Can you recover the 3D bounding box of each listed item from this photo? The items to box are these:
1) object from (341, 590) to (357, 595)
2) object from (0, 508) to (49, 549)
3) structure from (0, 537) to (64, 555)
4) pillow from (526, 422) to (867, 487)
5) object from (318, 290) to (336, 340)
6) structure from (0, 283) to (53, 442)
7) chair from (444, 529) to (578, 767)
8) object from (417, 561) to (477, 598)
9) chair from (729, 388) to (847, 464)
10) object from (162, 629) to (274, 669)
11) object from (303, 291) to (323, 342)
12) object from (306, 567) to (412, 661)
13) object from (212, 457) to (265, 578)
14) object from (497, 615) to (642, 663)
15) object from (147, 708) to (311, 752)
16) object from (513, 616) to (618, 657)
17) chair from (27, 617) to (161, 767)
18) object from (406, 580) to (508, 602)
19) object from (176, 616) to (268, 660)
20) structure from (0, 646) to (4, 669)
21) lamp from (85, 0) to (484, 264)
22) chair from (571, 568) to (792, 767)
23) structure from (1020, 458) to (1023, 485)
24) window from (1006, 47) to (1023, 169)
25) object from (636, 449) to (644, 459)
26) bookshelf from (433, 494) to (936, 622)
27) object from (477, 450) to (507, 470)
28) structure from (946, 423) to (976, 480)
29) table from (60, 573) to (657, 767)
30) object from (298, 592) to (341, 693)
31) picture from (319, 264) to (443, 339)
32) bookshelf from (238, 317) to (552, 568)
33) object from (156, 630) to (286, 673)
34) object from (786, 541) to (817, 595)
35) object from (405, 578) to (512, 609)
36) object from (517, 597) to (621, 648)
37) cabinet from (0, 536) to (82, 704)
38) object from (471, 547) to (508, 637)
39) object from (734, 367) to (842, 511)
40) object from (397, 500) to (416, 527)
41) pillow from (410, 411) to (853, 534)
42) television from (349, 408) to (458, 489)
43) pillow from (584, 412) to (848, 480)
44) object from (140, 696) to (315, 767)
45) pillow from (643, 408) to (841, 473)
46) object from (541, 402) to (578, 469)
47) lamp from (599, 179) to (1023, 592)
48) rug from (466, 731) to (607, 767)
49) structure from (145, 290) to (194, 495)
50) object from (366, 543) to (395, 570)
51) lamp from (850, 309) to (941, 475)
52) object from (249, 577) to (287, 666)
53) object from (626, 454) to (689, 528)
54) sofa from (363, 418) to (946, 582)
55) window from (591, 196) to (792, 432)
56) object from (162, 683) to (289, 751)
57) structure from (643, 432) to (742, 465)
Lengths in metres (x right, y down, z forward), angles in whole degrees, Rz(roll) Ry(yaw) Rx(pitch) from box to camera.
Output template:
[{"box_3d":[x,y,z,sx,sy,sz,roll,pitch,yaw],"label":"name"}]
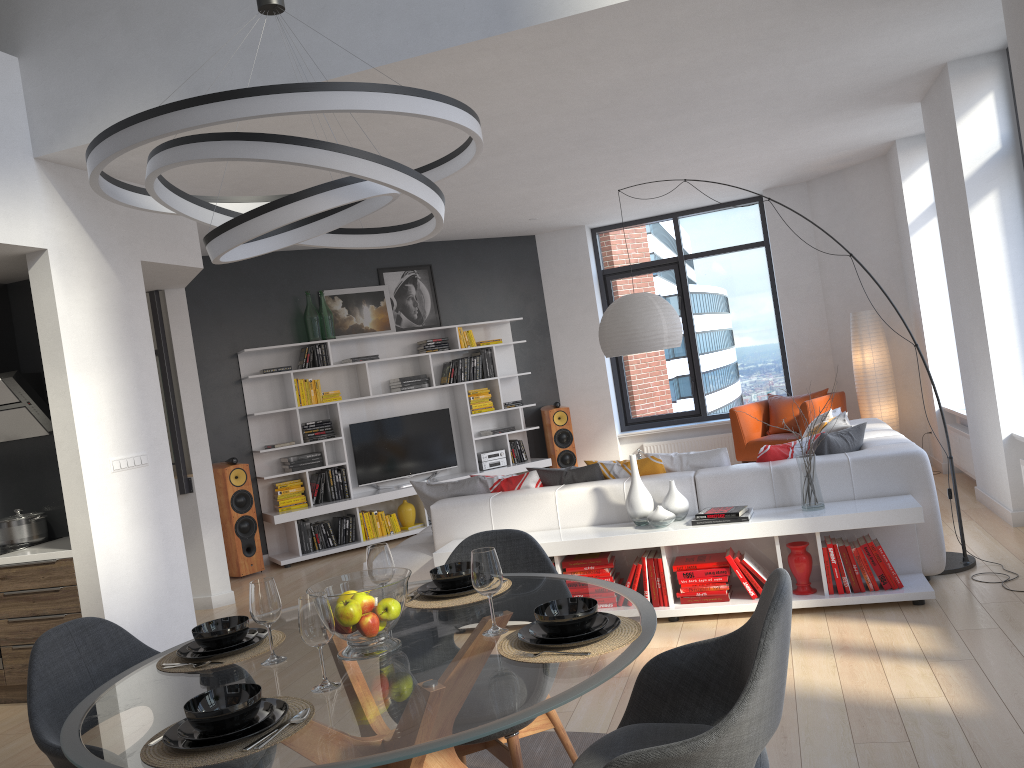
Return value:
[{"box_3d":[-0.437,0.596,2.396,0.078,0.073,0.077,-9,1,-24],"label":"object"},{"box_3d":[-3.054,0.886,5.519,0.288,0.223,0.315,-9,1,-33],"label":"object"},{"box_3d":[-3.200,1.025,5.435,0.600,0.006,0.550,-8,1,16],"label":"structure"},{"box_3d":[1.143,0.587,5.491,2.120,0.436,0.608,-8,0,12],"label":"pillow"},{"box_3d":[-1.852,-0.676,8.788,0.157,0.507,0.157,-9,0,-15],"label":"object"},{"box_3d":[-3.345,-0.120,5.508,0.898,0.998,0.407,-8,1,16],"label":"structure"},{"box_3d":[-0.094,0.985,2.934,0.655,0.891,0.619,-8,1,23],"label":"chair"},{"box_3d":[-0.182,0.630,2.865,0.258,0.074,0.258,-9,0,-4],"label":"object"},{"box_3d":[2.802,0.515,8.811,0.843,0.858,0.896,-9,1,-42],"label":"chair"},{"box_3d":[-0.843,0.763,2.565,0.206,0.015,0.309,-8,1,21],"label":"object"},{"box_3d":[-1.960,-0.659,8.663,0.157,0.507,0.157,-9,0,-15],"label":"object"},{"box_3d":[-0.390,0.612,2.345,0.278,0.184,0.278,-8,1,25],"label":"object"},{"box_3d":[-2.564,1.218,8.156,0.290,1.088,0.434,-9,1,-44],"label":"object"},{"box_3d":[0.141,0.625,2.192,0.360,0.002,0.360,-9,1,-32],"label":"object"},{"box_3d":[-0.595,0.731,1.902,0.309,0.015,0.206,-8,1,26],"label":"object"},{"box_3d":[0.134,0.618,2.204,0.206,0.015,0.309,-8,1,21],"label":"object"},{"box_3d":[-1.022,1.128,2.616,0.619,0.891,0.655,-8,1,18],"label":"chair"},{"box_3d":[-0.189,0.662,2.857,0.309,0.015,0.206,-8,1,21],"label":"object"},{"box_3d":[-0.839,0.732,2.568,0.258,0.074,0.258,-9,0,-4],"label":"object"},{"box_3d":[-3.162,1.366,5.393,0.587,0.588,0.584,-8,1,16],"label":"structure"},{"box_3d":[-0.875,-2.577,2.327,1.000,4.513,1.000,-8,1,18],"label":"lamp"},{"box_3d":[0.407,0.917,2.112,0.619,0.891,0.655,-8,1,18],"label":"chair"},{"box_3d":[3.091,0.707,4.993,0.110,0.460,1.015,-8,1,16],"label":"structure"},{"box_3d":[3.179,-0.894,4.920,0.170,2.402,1.310,-8,1,16],"label":"window"},{"box_3d":[0.952,0.660,7.131,0.330,0.265,0.330,-8,1,40],"label":"object"},{"box_3d":[0.866,1.025,4.892,2.600,0.500,0.356,-8,1,16],"label":"bookshelf"},{"box_3d":[-0.247,0.813,9.492,0.285,0.174,0.270,-9,1,-29],"label":"object"},{"box_3d":[3.720,0.593,7.206,0.110,0.460,1.015,-8,1,16],"label":"structure"},{"box_3d":[-0.310,1.079,2.358,1.499,0.764,1.499,-9,0,5],"label":"table"},{"box_3d":[-0.453,0.606,2.086,0.083,0.220,0.083,-9,1,-23],"label":"object"},{"box_3d":[-1.353,-0.852,9.191,1.279,0.707,0.076,-9,1,-29],"label":"picture"},{"box_3d":[-1.065,0.497,9.012,3.000,2.052,0.455,-9,1,-29],"label":"bookshelf"},{"box_3d":[-0.840,0.771,2.572,0.360,0.002,0.360,-9,0,-9],"label":"object"},{"box_3d":[1.523,0.969,4.671,0.125,0.258,0.125,-9,0,-6],"label":"object"},{"box_3d":[-0.179,0.668,2.855,0.360,0.002,0.360,-9,1,-32],"label":"object"},{"box_3d":[0.138,0.587,2.197,0.258,0.074,0.258,-8,1,36],"label":"object"},{"box_3d":[-3.962,0.755,3.499,2.402,2.501,4.694,-8,1,16],"label":"cabinet"},{"box_3d":[-0.060,0.544,2.330,0.083,0.220,0.083,-9,1,-23],"label":"object"},{"box_3d":[1.551,0.294,4.638,0.607,0.744,0.406,-9,1,-34],"label":"object"},{"box_3d":[-1.060,1.294,8.908,0.185,0.257,0.185,-8,1,39],"label":"object"},{"box_3d":[0.828,0.627,5.920,2.953,0.453,0.647,-9,0,4],"label":"pillow"},{"box_3d":[-1.098,0.677,9.106,1.102,0.704,0.207,-9,1,-29],"label":"television"},{"box_3d":[1.482,0.548,5.951,2.095,0.440,0.630,-9,1,-27],"label":"pillow"},{"box_3d":[-0.604,0.741,1.901,0.360,0.002,0.360,-9,0,-9],"label":"object"},{"box_3d":[1.736,0.490,6.136,0.580,0.456,2.156,-8,1,42],"label":"pillow"},{"box_3d":[0.530,0.736,9.875,0.290,1.088,0.434,-9,0,-14],"label":"object"},{"box_3d":[1.800,-0.207,5.401,0.710,2.647,3.199,-9,1,-38],"label":"lamp"},{"box_3d":[-0.262,1.464,2.364,2.499,0.010,2.499,-9,0,-11],"label":"rug"},{"box_3d":[-4.261,-0.189,8.744,4.190,4.339,2.823,-8,1,16],"label":"structure"},{"box_3d":[-0.386,0.591,2.650,0.083,0.220,0.083,-9,0,-12],"label":"object"},{"box_3d":[3.522,0.063,8.292,0.502,1.550,0.804,-9,1,-24],"label":"lamp"},{"box_3d":[-0.653,0.633,2.373,0.083,0.220,0.083,-8,1,44],"label":"object"},{"box_3d":[0.783,0.583,4.953,0.316,0.398,0.319,-8,1,40],"label":"object"},{"box_3d":[1.008,0.873,6.389,3.424,0.732,2.614,-8,1,16],"label":"sofa"},{"box_3d":[2.046,-0.767,10.168,1.960,2.402,0.170,-8,1,16],"label":"window"},{"box_3d":[-0.609,0.703,1.887,0.258,0.074,0.258,-8,1,36],"label":"object"},{"box_3d":[2.221,0.797,9.855,1.474,0.460,0.110,-8,1,16],"label":"structure"}]
